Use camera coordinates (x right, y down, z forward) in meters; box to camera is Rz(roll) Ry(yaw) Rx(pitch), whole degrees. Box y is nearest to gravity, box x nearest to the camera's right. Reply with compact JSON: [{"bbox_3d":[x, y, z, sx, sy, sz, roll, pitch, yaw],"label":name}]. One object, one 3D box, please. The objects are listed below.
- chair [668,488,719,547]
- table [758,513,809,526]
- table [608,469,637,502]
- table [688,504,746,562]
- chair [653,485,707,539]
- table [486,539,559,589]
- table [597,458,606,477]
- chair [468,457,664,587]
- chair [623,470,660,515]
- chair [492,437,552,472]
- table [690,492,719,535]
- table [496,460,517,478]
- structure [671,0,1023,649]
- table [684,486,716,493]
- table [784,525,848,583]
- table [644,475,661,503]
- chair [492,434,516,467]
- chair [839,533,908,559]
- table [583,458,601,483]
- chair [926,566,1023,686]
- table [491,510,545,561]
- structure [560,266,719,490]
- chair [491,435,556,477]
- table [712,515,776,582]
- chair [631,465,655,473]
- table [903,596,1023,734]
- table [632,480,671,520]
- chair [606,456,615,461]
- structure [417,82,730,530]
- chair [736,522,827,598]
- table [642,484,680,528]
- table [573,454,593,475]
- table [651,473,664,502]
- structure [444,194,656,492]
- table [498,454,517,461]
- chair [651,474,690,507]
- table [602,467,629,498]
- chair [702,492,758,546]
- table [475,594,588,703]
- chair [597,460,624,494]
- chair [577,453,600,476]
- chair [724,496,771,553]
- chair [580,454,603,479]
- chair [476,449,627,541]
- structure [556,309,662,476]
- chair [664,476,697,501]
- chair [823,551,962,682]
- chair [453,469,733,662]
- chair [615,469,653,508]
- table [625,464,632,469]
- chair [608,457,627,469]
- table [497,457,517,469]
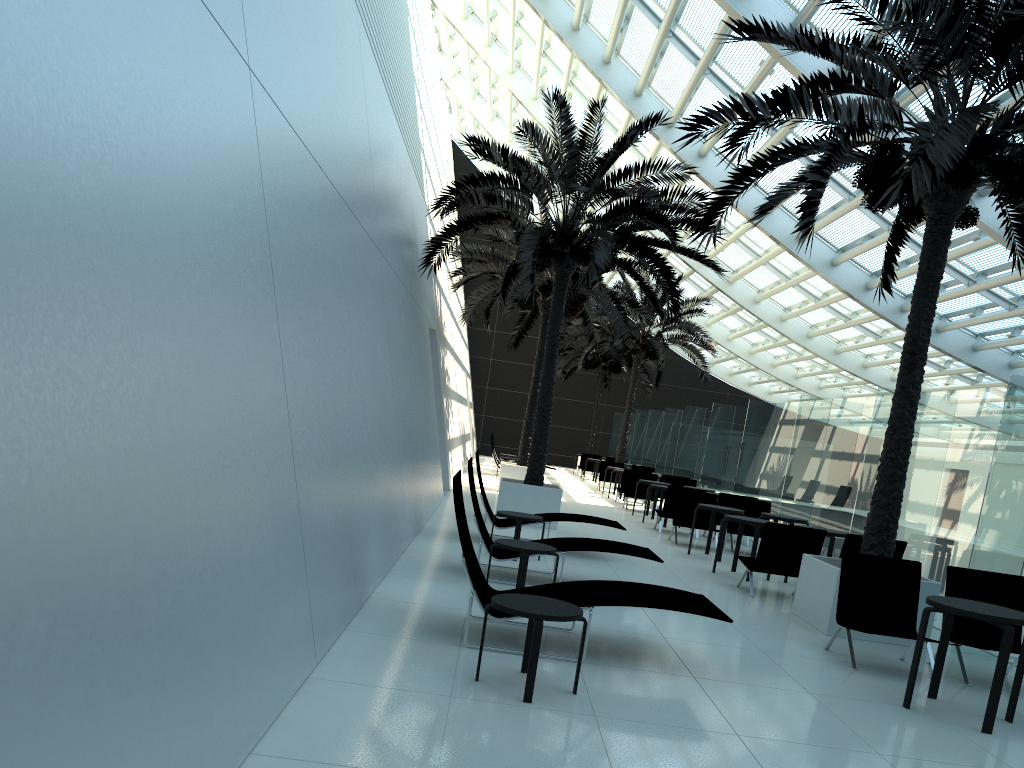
[{"bbox_3d":[3.079,2.241,14.396,0.716,0.898,0.877,8,3,-1],"label":"chair"},{"bbox_3d":[4.039,2.379,13.146,0.668,0.790,0.683,11,4,37],"label":"table"},{"bbox_3d":[2.957,2.675,22.910,0.667,0.790,0.684,11,4,42],"label":"table"},{"bbox_3d":[3.079,2.239,13.116,0.668,0.790,0.683,11,4,37],"label":"table"},{"bbox_3d":[3.074,2.319,16.101,0.716,0.898,0.877,8,3,-1],"label":"chair"},{"bbox_3d":[0.088,1.692,7.817,0.544,0.523,0.558,10,3,42],"label":"table"},{"bbox_3d":[3.787,3.317,34.187,0.685,0.790,0.666,5,5,-44],"label":"table"},{"bbox_3d":[0.499,1.473,8.945,2.038,1.172,0.910,8,4,-2],"label":"chair"},{"bbox_3d":[3.014,2.493,20.037,0.716,0.898,0.877,8,3,-1],"label":"chair"},{"bbox_3d":[0.276,2.335,28.236,2.038,1.172,0.910,8,4,-2],"label":"chair"},{"bbox_3d":[3.982,2.563,17.312,0.667,0.790,0.684,11,4,42],"label":"table"},{"bbox_3d":[-0.106,2.439,24.542,0.545,0.523,0.557,10,3,37],"label":"table"},{"bbox_3d":[4.007,-1.000,8.297,4.781,7.106,4.423,10,5,17],"label":"structure"},{"bbox_3d":[3.974,2.630,18.774,0.668,0.790,0.683,11,4,37],"label":"table"},{"bbox_3d":[4.049,2.305,11.532,0.667,0.790,0.684,11,4,42],"label":"table"},{"bbox_3d":[3.917,2.815,22.940,0.667,0.790,0.684,11,4,42],"label":"table"},{"bbox_3d":[0.245,2.453,30.882,2.038,1.172,0.910,8,4,-2],"label":"chair"},{"bbox_3d":[4.064,2.195,10.351,0.716,0.898,0.877,8,3,-1],"label":"chair"},{"bbox_3d":[2.884,2.992,29.991,0.668,0.790,0.683,11,4,37],"label":"table"},{"bbox_3d":[4.085,2.054,7.233,0.716,0.898,0.877,8,3,-1],"label":"chair"},{"bbox_3d":[0.058,1.806,10.383,0.544,0.523,0.558,10,3,42],"label":"table"},{"bbox_3d":[3.781,-0.148,27.393,4.839,7.106,4.369,8,5,-8],"label":"structure"},{"bbox_3d":[0.305,2.220,25.670,2.038,1.172,0.910,8,4,-2],"label":"chair"},{"bbox_3d":[3.089,2.165,11.502,0.667,0.790,0.684,11,4,42],"label":"table"},{"bbox_3d":[3.873,2.876,25.634,0.716,0.898,0.877,8,3,-1],"label":"chair"},{"bbox_3d":[3.161,1.922,6.038,0.685,0.790,0.666,5,5,-44],"label":"table"},{"bbox_3d":[3.014,2.490,18.744,0.668,0.790,0.683,11,4,37],"label":"table"},{"bbox_3d":[3.802,3.207,33.006,0.716,0.898,0.877,8,3,-1],"label":"chair"},{"bbox_3d":[0.801,-1.108,13.916,4.675,6.917,4.191,6,5,-22],"label":"structure"},{"bbox_3d":[3.140,2.061,10.322,0.716,0.898,0.877,8,3,-1],"label":"chair"},{"bbox_3d":[3.022,2.423,17.282,0.667,0.790,0.684,11,4,42],"label":"table"},{"bbox_3d":[2.827,3.177,34.157,0.685,0.790,0.666,5,5,-44],"label":"table"},{"bbox_3d":[3.909,2.880,24.368,0.668,0.790,0.683,11,4,37],"label":"table"},{"bbox_3d":[0.533,-0.901,19.891,4.221,6.978,4.644,11,6,32],"label":"structure"},{"bbox_3d":[-0.166,2.671,29.754,0.544,0.523,0.558,10,3,42],"label":"table"},{"bbox_3d":[3.932,2.705,21.759,0.716,0.898,0.877,8,3,-1],"label":"chair"},{"bbox_3d":[2.950,2.740,24.338,0.668,0.790,0.683,11,4,37],"label":"table"},{"bbox_3d":[3.997,2.454,16.130,0.716,0.898,0.877,8,3,-1],"label":"chair"},{"bbox_3d":[0.117,1.577,5.251,0.544,0.523,0.558,10,3,42],"label":"table"},{"bbox_3d":[2.949,2.741,25.605,0.716,0.898,0.877,8,3,-1],"label":"chair"},{"bbox_3d":[2.879,3.073,32.977,0.716,0.898,0.877,8,3,-1],"label":"chair"},{"bbox_3d":[4.002,2.375,14.425,0.716,0.898,0.877,8,3,-1],"label":"chair"},{"bbox_3d":[2.884,2.995,31.283,0.716,0.898,0.877,8,3,-1],"label":"chair"},{"bbox_3d":[0.469,1.588,11.511,2.038,1.172,0.910,8,4,-2],"label":"chair"},{"bbox_3d":[3.713,0.219,35.518,4.489,7.105,4.712,6,5,-22],"label":"structure"},{"bbox_3d":[3.937,2.627,20.066,0.716,0.898,0.877,8,3,-1],"label":"chair"},{"bbox_3d":[3.162,1.920,7.204,0.716,0.898,0.877,8,3,-1],"label":"chair"},{"bbox_3d":[0.528,1.358,6.379,2.038,1.172,0.910,8,4,-2],"label":"chair"},{"bbox_3d":[3.009,2.570,21.730,0.716,0.898,0.877,8,3,-1],"label":"chair"},{"bbox_3d":[3.844,3.132,30.021,0.668,0.790,0.683,11,4,37],"label":"table"},{"bbox_3d":[3.807,3.130,31.312,0.716,0.898,0.877,8,3,-1],"label":"chair"},{"bbox_3d":[-0.135,2.553,27.108,0.544,0.523,0.558,10,3,42],"label":"table"}]
